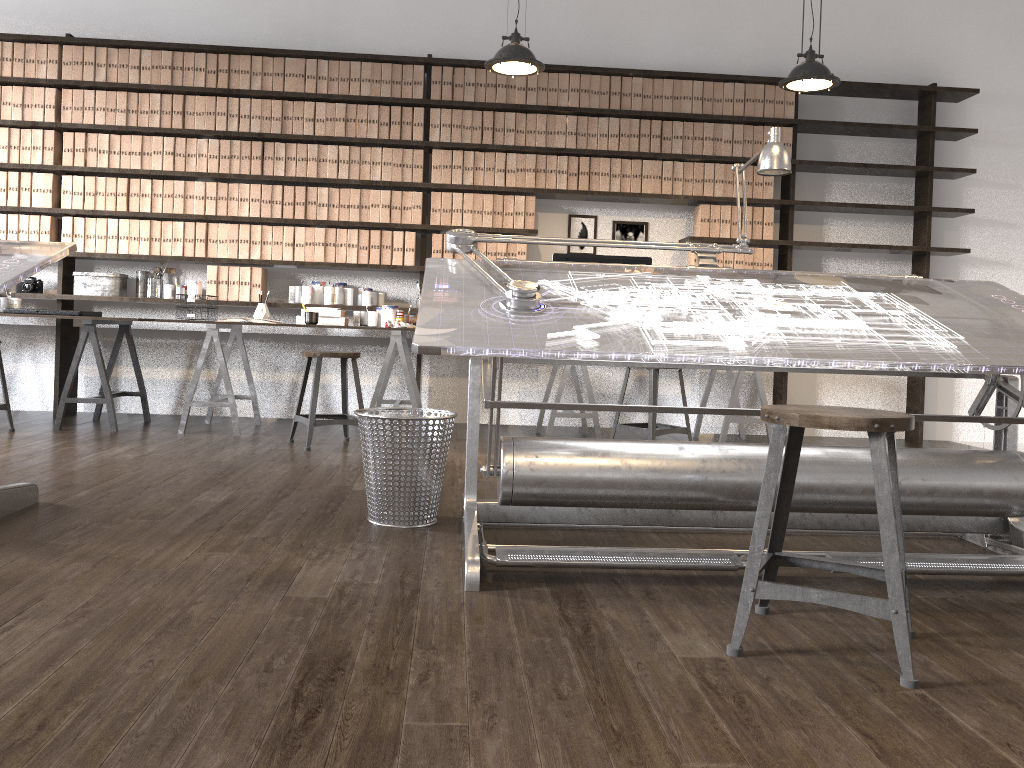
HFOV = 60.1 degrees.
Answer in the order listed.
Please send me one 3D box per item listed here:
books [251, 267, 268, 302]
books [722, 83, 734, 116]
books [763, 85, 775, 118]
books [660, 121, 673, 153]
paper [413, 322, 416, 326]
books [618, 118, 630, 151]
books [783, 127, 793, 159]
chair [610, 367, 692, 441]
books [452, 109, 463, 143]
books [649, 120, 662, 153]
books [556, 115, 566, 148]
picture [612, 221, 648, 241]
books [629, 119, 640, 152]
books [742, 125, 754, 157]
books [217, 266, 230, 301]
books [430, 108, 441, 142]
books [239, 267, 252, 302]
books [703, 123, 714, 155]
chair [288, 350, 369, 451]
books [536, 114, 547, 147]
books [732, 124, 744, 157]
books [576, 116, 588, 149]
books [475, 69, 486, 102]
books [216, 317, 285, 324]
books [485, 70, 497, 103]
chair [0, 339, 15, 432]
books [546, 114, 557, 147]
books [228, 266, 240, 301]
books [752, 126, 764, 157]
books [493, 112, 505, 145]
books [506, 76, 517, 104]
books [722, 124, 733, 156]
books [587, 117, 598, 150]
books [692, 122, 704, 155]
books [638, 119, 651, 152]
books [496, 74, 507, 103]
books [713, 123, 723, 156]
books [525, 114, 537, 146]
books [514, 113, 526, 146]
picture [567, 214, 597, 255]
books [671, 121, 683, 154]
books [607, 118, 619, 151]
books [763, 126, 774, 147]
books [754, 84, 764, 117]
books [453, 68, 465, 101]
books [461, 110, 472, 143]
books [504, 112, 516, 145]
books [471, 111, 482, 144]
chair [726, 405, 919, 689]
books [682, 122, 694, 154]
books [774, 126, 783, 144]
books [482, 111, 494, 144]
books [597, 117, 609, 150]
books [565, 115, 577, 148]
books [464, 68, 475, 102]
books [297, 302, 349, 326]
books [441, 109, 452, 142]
[{"bbox_3d":[-1.666,-0.650,5.837,0.067,0.225,0.175,2,2,-4],"label":"books"},{"bbox_3d":[1.448,-1.916,6.029,0.067,0.225,0.174,2,2,-4],"label":"books"},{"bbox_3d":[1.730,-1.907,6.050,0.067,0.225,0.175,2,2,-4],"label":"books"},{"bbox_3d":[1.032,-1.653,6.008,0.067,0.225,0.175,2,2,-4],"label":"books"},{"bbox_3d":[-0.552,-0.362,5.485,0.155,0.038,0.137,3,3,11],"label":"paper"},{"bbox_3d":[0.745,-1.661,5.981,0.067,0.225,0.175,2,2,-4],"label":"books"},{"bbox_3d":[1.852,-1.626,6.059,0.067,0.225,0.175,2,2,-4],"label":"books"},{"bbox_3d":[0.799,0.142,5.037,0.358,0.527,0.372,1,2,-36],"label":"chair"},{"bbox_3d":[-0.366,-1.698,5.907,0.067,0.225,0.175,2,2,-4],"label":"books"},{"bbox_3d":[0.958,-1.655,5.997,0.067,0.225,0.175,2,2,-4],"label":"books"},{"bbox_3d":[0.319,-1.675,5.956,0.067,0.225,0.175,2,2,-4],"label":"books"},{"bbox_3d":[0.820,-1.039,6.163,0.251,0.183,0.023,2,0,-4],"label":"picture"},{"bbox_3d":[0.808,-1.660,5.990,0.067,0.225,0.175,2,2,-4],"label":"books"},{"bbox_3d":[1.583,-1.635,6.043,0.067,0.225,0.175,2,2,-4],"label":"books"},{"bbox_3d":[-1.878,-0.657,5.822,0.067,0.225,0.175,2,2,-4],"label":"books"},{"bbox_3d":[-0.511,-1.703,5.901,0.067,0.225,0.174,2,2,-4],"label":"books"},{"bbox_3d":[-1.737,-0.652,5.828,0.067,0.225,0.174,2,2,-4],"label":"books"},{"bbox_3d":[1.312,-1.643,6.020,0.067,0.225,0.175,2,2,-4],"label":"books"},{"bbox_3d":[-1.005,0.085,4.889,0.371,0.528,0.359,1,2,-31],"label":"chair"},{"bbox_3d":[0.190,-1.679,5.945,0.067,0.225,0.175,2,2,-4],"label":"books"},{"bbox_3d":[1.514,-1.637,6.035,0.067,0.225,0.175,2,2,-4],"label":"books"},{"bbox_3d":[0.461,-1.671,5.968,0.067,0.225,0.175,2,2,-4],"label":"books"},{"bbox_3d":[-0.212,-1.970,5.921,0.066,0.225,0.174,2,2,-4],"label":"books"},{"bbox_3d":[-1.575,-0.384,5.343,0.354,0.029,0.256,2,3,-4],"label":"books"},{"bbox_3d":[-0.141,-1.968,5.925,0.067,0.225,0.175,2,2,-4],"label":"books"},{"bbox_3d":[-2.978,0.016,4.826,0.372,0.528,0.358,2,1,4],"label":"chair"},{"bbox_3d":[0.256,-1.678,5.954,0.067,0.225,0.175,2,2,-4],"label":"books"},{"bbox_3d":[-1.807,-0.655,5.827,0.067,0.225,0.174,2,2,-4],"label":"books"},{"bbox_3d":[1.653,-1.632,6.050,0.067,0.225,0.174,2,2,-4],"label":"books"},{"bbox_3d":[-0.090,-1.689,5.932,0.067,0.225,0.175,2,2,-4],"label":"books"},{"bbox_3d":[-0.008,-1.964,5.933,0.067,0.225,0.175,2,2,-4],"label":"books"},{"bbox_3d":[1.441,-1.639,6.032,0.067,0.225,0.175,2,2,-4],"label":"books"},{"bbox_3d":[0.531,-1.669,5.974,0.067,0.225,0.174,2,2,-4],"label":"books"},{"bbox_3d":[1.245,-1.646,6.021,0.067,0.225,0.175,2,2,-4],"label":"books"},{"bbox_3d":[0.884,-1.657,5.998,0.067,0.225,0.175,2,2,-4],"label":"books"},{"bbox_3d":[-0.074,-1.965,5.924,0.067,0.225,0.175,2,2,-4],"label":"books"},{"bbox_3d":[1.378,-1.641,6.029,0.067,0.225,0.175,2,2,-4],"label":"books"},{"bbox_3d":[0.123,-1.682,5.946,0.067,0.225,0.175,2,2,-4],"label":"books"},{"bbox_3d":[0.052,-1.684,5.941,0.067,0.225,0.174,2,2,-4],"label":"books"},{"bbox_3d":[0.486,-1.030,6.142,0.201,0.284,0.022,2,0,-4],"label":"picture"},{"bbox_3d":[1.103,-1.650,6.008,0.067,0.225,0.174,2,2,-4],"label":"books"},{"bbox_3d":[0.673,-1.664,5.977,0.067,0.225,0.175,2,2,-4],"label":"books"},{"bbox_3d":[1.723,-1.630,6.048,0.067,0.225,0.175,2,2,-4],"label":"books"},{"bbox_3d":[1.656,-1.909,6.044,0.067,0.225,0.175,2,2,-4],"label":"books"},{"bbox_3d":[-0.354,-1.975,5.912,0.067,0.225,0.175,2,2,-4],"label":"books"},{"bbox_3d":[-0.304,-1.696,5.915,0.067,0.225,0.175,2,2,-4],"label":"books"},{"bbox_3d":[-0.018,-1.686,5.932,0.067,0.225,0.174,2,2,-4],"label":"books"},{"bbox_3d":[-0.238,-1.694,5.922,0.067,0.225,0.175,2,2,-4],"label":"books"},{"bbox_3d":[0.702,0.322,1.951,0.372,0.528,0.358,3,2,24],"label":"chair"},{"bbox_3d":[1.174,-1.648,6.017,0.067,0.225,0.174,2,2,-4],"label":"books"},{"bbox_3d":[1.789,-1.628,6.057,0.067,0.225,0.175,2,2,-4],"label":"books"},{"bbox_3d":[-0.164,-1.691,5.922,0.067,0.225,0.175,2,2,-4],"label":"books"},{"bbox_3d":[0.601,-1.666,5.975,0.067,0.225,0.174,2,2,-4],"label":"books"},{"bbox_3d":[0.392,-1.673,5.959,0.067,0.225,0.175,2,2,-4],"label":"books"},{"bbox_3d":[-0.283,-1.972,5.912,0.067,0.225,0.174,2,2,-4],"label":"books"},{"bbox_3d":[-1.189,-0.437,5.546,0.294,0.147,0.386,2,3,-4],"label":"books"},{"bbox_3d":[-0.438,-1.700,5.902,0.067,0.225,0.175,2,2,-4],"label":"books"}]
